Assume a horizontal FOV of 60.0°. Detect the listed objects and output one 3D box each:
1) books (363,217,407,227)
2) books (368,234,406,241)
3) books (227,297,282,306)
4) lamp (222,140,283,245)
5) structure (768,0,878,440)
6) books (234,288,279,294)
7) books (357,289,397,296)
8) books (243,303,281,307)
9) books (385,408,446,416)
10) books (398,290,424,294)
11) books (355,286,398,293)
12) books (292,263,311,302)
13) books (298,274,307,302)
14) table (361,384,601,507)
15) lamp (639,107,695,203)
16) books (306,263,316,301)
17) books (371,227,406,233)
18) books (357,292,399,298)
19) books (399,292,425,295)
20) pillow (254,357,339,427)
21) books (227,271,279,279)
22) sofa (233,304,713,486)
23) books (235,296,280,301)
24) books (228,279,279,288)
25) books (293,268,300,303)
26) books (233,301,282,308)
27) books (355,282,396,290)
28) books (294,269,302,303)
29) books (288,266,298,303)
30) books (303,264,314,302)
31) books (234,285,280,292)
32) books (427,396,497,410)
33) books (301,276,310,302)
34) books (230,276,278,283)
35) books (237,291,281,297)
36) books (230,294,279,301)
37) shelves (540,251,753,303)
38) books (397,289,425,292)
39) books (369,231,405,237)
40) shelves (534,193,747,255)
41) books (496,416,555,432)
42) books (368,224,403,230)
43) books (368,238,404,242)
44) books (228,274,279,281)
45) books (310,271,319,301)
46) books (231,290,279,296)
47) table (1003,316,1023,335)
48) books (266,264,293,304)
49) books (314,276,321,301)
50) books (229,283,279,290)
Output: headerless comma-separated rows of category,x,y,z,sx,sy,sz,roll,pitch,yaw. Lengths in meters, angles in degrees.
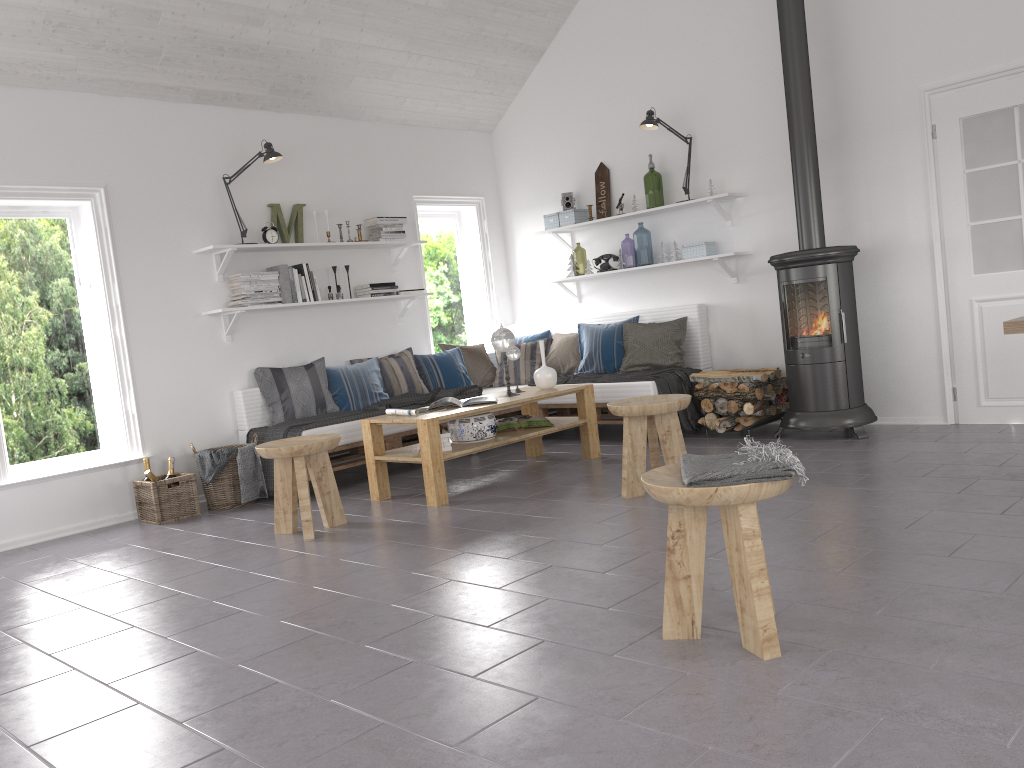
books,-0.983,-1.259,6.893,0.176,0.053,0.290,-3,6,44
books,-0.970,-1.139,6.893,0.172,0.032,0.239,-3,6,44
books,-1.769,-0.565,6.093,0.176,0.025,0.331,-3,6,44
lamp,-1.742,-1.288,6.010,0.439,0.703,0.196,-7,4,-11
structure,1.752,-2.098,5.579,0.643,4.887,0.626,-5,4,20
books,-1.756,-0.639,6.099,0.161,0.012,0.254,-3,6,44
books,-1.037,-0.703,6.798,0.191,0.023,0.242,-3,6,42
books,-1.742,-0.536,6.110,0.161,0.012,0.254,-3,6,44
books,-0.571,0.152,5.258,0.229,0.043,0.300,-10,6,-41
books,-0.846,-0.717,6.999,0.187,0.014,0.248,-3,6,42
books,-1.040,-0.726,6.808,0.212,0.023,0.258,-3,6,44
books,-1.518,-0.709,6.310,0.200,0.274,0.038,-3,6,44
books,-1.517,-0.670,6.266,0.141,0.203,0.044,-3,6,44
table,-0.147,0.345,5.555,0.607,0.485,1.457,-3,6,44
lamp,1.153,-1.655,6.425,0.439,0.703,0.196,-9,5,-25
books,-1.493,-0.714,6.343,0.210,0.274,0.048,-3,6,44
books,-0.966,-1.195,6.909,0.161,0.026,0.223,-3,6,44
books,-1.033,-0.677,6.810,0.258,0.032,0.191,-11,6,-43
books,-0.840,-0.704,7.003,0.187,0.014,0.253,-3,6,44
pillow,-1.489,0.060,6.148,0.534,0.444,0.301,-9,5,-29
books,-1.774,-0.748,6.078,0.182,0.016,0.288,-3,6,44
sofa,-0.183,0.072,6.373,2.017,0.932,2.855,-3,6,44
books,-1.752,-0.586,6.111,0.161,0.013,0.254,-3,6,44
books,-1.782,-0.690,6.106,0.180,0.028,0.296,-3,6,44
books,-1.576,-0.683,6.253,0.205,0.243,0.019,-3,6,44
books,-1.751,-0.547,6.096,0.159,0.012,0.285,-3,6,44
books,-1.047,-0.751,6.797,0.239,0.028,0.190,-11,6,-43
books,-1.564,-0.681,6.266,0.200,0.236,0.031,-3,6,44
books,-1.589,-0.687,6.231,0.193,0.257,0.046,-3,6,44
books,-1.508,-0.710,6.325,0.200,0.272,0.054,-3,6,44
books,-1.760,-0.654,6.109,0.167,0.017,0.263,-3,6,44
books,-0.304,0.104,5.407,0.422,0.049,0.300,-7,4,-1
books,-1.497,-0.664,6.281,0.125,0.185,0.042,-3,6,44
books,-1.773,-0.714,6.094,0.174,0.021,0.273,-3,6,44
books,-1.745,-0.616,6.107,0.161,0.013,0.256,-3,6,44
books,-1.776,-0.597,6.108,0.182,0.016,0.288,-3,6,44
shelves,0.989,-0.797,6.884,1.820,0.212,0.269,-3,6,44
books,-0.850,-0.730,7.005,0.251,0.012,0.202,-11,6,-44
books,-0.971,-1.168,6.896,0.152,0.024,0.238,-3,6,44
shelves,0.942,-1.203,6.854,1.820,0.212,0.269,-3,6,44
books,0.031,0.244,5.728,0.445,0.079,0.301,-7,4,-5
books,-0.983,-1.218,6.885,0.161,0.027,0.223,-3,6,44
books,-0.983,-1.105,6.893,0.172,0.032,0.239,-3,6,44
books,-1.776,-0.733,6.091,0.182,0.016,0.288,-3,6,44
books,-1.463,-0.690,6.353,0.171,0.219,0.047,-3,6,44
books,-1.767,-0.625,6.096,0.159,0.012,0.285,-3,6,44
table,3.055,0.035,2.912,2.300,0.749,1.001,-3,6,44
books,-1.625,-0.687,6.198,0.200,0.271,0.050,-3,6,44
books,-1.442,-0.678,6.374,0.152,0.185,0.045,-3,6,44
books,-1.777,-0.669,6.111,0.182,0.016,0.288,-3,6,44
